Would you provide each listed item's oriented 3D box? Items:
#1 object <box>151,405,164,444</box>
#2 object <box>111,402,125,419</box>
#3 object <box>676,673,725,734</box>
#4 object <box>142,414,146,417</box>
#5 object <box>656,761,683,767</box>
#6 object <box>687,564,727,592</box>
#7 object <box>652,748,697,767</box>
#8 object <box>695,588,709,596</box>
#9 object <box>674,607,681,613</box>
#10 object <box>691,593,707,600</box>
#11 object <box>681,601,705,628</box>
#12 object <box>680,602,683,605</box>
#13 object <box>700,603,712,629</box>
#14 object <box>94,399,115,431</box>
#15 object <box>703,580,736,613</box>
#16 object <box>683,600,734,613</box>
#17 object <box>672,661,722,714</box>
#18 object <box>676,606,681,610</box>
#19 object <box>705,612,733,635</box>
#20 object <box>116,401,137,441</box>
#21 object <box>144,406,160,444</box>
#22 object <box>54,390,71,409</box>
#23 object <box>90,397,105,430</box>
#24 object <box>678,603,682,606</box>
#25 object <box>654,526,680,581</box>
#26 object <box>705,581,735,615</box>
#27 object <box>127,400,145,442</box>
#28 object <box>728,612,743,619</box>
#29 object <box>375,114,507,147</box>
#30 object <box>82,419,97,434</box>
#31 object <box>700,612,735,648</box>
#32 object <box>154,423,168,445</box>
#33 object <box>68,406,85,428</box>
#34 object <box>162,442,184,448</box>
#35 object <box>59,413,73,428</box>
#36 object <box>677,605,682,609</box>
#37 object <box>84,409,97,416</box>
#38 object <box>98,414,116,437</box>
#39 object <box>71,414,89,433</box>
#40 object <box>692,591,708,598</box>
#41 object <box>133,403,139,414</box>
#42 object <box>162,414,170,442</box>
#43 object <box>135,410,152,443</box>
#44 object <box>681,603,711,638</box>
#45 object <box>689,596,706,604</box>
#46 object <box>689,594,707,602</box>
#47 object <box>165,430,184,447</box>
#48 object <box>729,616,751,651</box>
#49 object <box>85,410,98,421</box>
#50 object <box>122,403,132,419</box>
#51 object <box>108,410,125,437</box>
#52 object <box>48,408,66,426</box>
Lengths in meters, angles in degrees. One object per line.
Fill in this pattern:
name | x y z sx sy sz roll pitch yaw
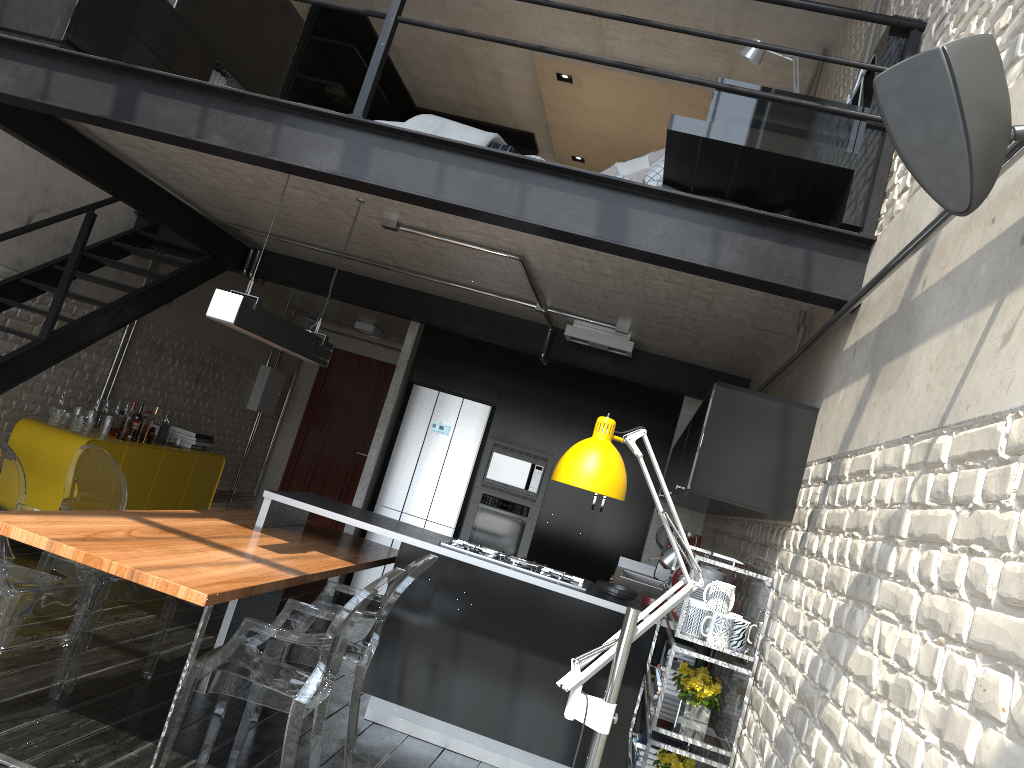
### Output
object | -2.896 0.328 7.203 0.073 0.323 0.072 16 -9 1
object | -3.201 0.268 7.137 0.091 0.247 0.092 21 -10 -29
object | 0.679 1.152 3.226 0.183 0.193 0.173 14 -8 22
object | -3.010 0.342 7.124 0.101 0.213 0.099 13 -9 25
object | 0.592 1.458 3.177 0.176 0.193 0.180 12 -9 32
object | 0.881 0.945 4.072 0.150 0.218 0.306 16 -7 7
object | 0.612 1.482 3.356 0.183 0.193 0.173 14 -8 22
object | 0.814 0.881 3.681 0.171 0.030 0.169 15 -6 15
object | 0.786 0.975 3.667 0.250 0.031 0.251 19 -6 -21
object | 0.809 0.898 3.678 0.171 0.030 0.169 15 -6 15
object | 0.694 0.876 3.319 0.083 0.101 0.107 9 -10 44
object | 0.795 0.944 3.672 0.250 0.031 0.251 19 -6 -21
object | 0.756 0.901 3.384 0.108 0.101 0.082 17 -7 0
object | -3.227 0.248 7.010 0.091 0.247 0.092 21 -10 -29
object | 0.785 0.802 3.353 0.109 0.101 0.082 14 -8 24
object | 0.799 0.929 3.674 0.250 0.031 0.251 19 -6 -21
object | 0.703 1.177 3.411 0.176 0.193 0.180 12 -9 32
object | 0.788 0.967 3.668 0.250 0.031 0.251 19 -6 -21
object | 0.754 0.890 3.272 0.109 0.101 0.082 14 -8 24
object | -2.948 0.280 6.795 0.081 0.311 0.080 16 -9 2
object | -2.897 0.328 7.115 0.081 0.310 0.080 16 -9 4
object | -3.295 0.172 6.446 0.092 0.247 0.092 18 -8 -7
object | -3.249 0.229 6.891 0.091 0.247 0.092 21 -10 -29
object | 0.793 0.952 3.671 0.250 0.031 0.251 19 -6 -21
object | 1.198 1.310 6.865 0.224 0.427 0.160 15 -8 10
object | 0.766 0.783 3.223 0.108 0.101 0.082 17 -7 0
object | -2.930 0.283 6.906 0.080 0.332 0.079 16 -9 1
object | 0.834 0.921 3.338 0.109 0.101 0.082 16 -8 9
object | -0.334 -1.094 5.440 0.684 0.665 2.489 15 -6 11
object | -3.100 0.309 6.465 0.091 0.100 0.093 23 -10 -42
object | 0.734 0.873 3.162 0.109 0.101 0.082 14 -8 24
object | -2.929 0.402 7.294 0.052 0.184 0.133 7 -12 47
object | -3.244 0.247 6.577 0.088 0.156 0.086 13 -9 23
object | -2.962 0.507 7.587 0.299 0.012 0.298 18 -5 -9
object | -3.248 0.260 6.423 0.091 0.100 0.093 23 -10 -42
object | 0.790 0.960 3.669 0.250 0.031 0.251 19 -6 -21
object | -3.191 0.271 6.657 0.088 0.156 0.086 13 -9 23
object | -3.037 0.314 6.624 0.088 0.156 0.086 13 -9 23
object | -3.111 0.284 6.362 0.096 0.120 0.094 13 -8 27
object | 0.811 0.890 3.679 0.171 0.030 0.169 15 -6 15
object | -3.022 0.286 7.006 0.115 0.294 0.113 10 -11 38
object | -3.006 0.375 7.619 0.120 0.241 0.117 13 -9 26
object | -2.914 0.337 6.997 0.067 0.260 0.098 14 -9 15
object | 0.678 0.860 3.208 0.108 0.101 0.082 17 -7 0
object | 0.804 0.914 3.675 0.171 0.030 0.169 15 -6 15
object | 0.807 0.906 3.677 0.171 0.030 0.169 15 -6 15
object | -2.908 0.476 7.648 0.230 0.108 0.098 12 -9 37
object | 0.821 0.904 3.206 0.083 0.101 0.107 9 -10 44
object | -3.144 0.277 6.571 0.088 0.156 0.086 13 -9 23
object | -3.185 0.285 7.258 0.091 0.247 0.092 21 -10 -29
object | -3.061 0.305 6.876 0.088 0.208 0.086 11 -10 35
object | -3.254 0.237 6.319 0.095 0.120 0.096 21 -8 -28
